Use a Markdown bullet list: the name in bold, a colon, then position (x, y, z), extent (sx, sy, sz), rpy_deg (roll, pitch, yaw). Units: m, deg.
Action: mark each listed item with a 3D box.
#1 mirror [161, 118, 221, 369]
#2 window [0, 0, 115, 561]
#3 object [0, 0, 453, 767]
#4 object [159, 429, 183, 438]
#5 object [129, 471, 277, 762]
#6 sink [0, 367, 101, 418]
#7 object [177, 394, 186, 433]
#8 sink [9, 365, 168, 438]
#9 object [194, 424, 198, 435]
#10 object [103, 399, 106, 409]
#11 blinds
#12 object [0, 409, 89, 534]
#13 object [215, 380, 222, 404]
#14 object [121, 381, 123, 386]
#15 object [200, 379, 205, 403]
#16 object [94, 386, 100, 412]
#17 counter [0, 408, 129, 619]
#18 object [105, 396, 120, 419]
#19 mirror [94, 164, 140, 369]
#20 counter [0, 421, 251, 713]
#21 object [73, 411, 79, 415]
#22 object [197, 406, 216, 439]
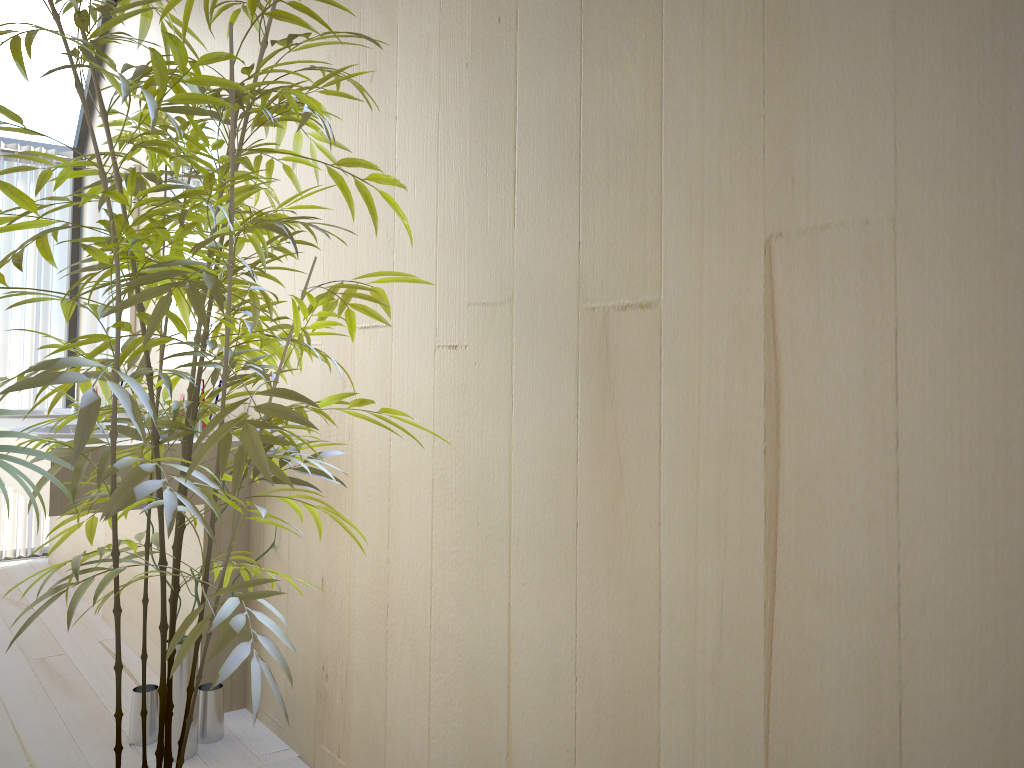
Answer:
- **mirror**: position (-1.155, -0.487, 3.197), extent (0.023, 0.870, 0.653), rpy_deg (3, -2, -37)
- **window**: position (-3.968, -0.514, 3.124), extent (4.556, 2.820, 0.744), rpy_deg (1, -2, -37)
- **object**: position (-0.512, 0.089, 1.467), extent (0.786, 1.761, 0.933), rpy_deg (1, -2, -12)
- **object**: position (-1.007, 0.148, 2.626), extent (0.104, 0.029, 0.032), rpy_deg (1, -1, 4)
- **object**: position (-0.803, 0.581, 2.396), extent (0.273, 0.751, 0.406), rpy_deg (-1, -3, 41)
- **sink**: position (-2.067, 0.114, 3.851), extent (0.503, 0.420, 0.573), rpy_deg (1, -1, -33)
- **object**: position (-1.012, 0.097, 2.709), extent (0.039, 0.135, 0.039), rpy_deg (0, -2, 5)
- **sink**: position (-1.348, 0.136, 2.883), extent (0.503, 0.420, 0.573), rpy_deg (1, -1, -33)
- **object**: position (-1.013, 0.096, 2.823), extent (0.039, 0.135, 0.039), rpy_deg (0, -2, 5)
- **object**: position (-1.733, 0.073, 3.791), extent (0.039, 0.135, 0.038), rpy_deg (0, -2, 12)
- **blinds**: position (-2.788, -0.174, 4.226), extent (1.181, 2.076, 0.084), rpy_deg (2, -3, -36)
- **object**: position (-1.091, 0.377, 0.976), extent (0.916, 1.160, 0.749), rpy_deg (1, -2, -3)
- **object**: position (-0.905, 0.076, 2.670), extent (0.054, 0.176, 0.012), rpy_deg (1, -3, -11)
- **object**: position (-1.624, 0.053, 3.637), extent (0.054, 0.176, 0.012), rpy_deg (1, -3, -11)
- **object**: position (-0.922, 0.074, 2.637), extent (0.012, 0.178, 0.050), rpy_deg (1, -2, 3)
- **object**: position (-1.731, 0.075, 3.677), extent (0.039, 0.135, 0.038), rpy_deg (0, -2, 12)
- **counter**: position (-2.054, 0.528, 3.887), extent (0.550, 0.792, 1.204), rpy_deg (2, -1, -37)
- **object**: position (-1.640, 0.094, 3.633), extent (0.058, 0.100, 0.058), rpy_deg (2, -2, -30)
- **mirror**: position (-1.795, -0.506, 4.012), extent (0.023, 0.870, 0.653), rpy_deg (3, -2, -37)
- **counter**: position (-1.335, 0.551, 2.920), extent (0.550, 0.792, 1.204), rpy_deg (2, -1, -37)
- **object**: position (-1.726, 0.125, 3.594), extent (0.104, 0.029, 0.032), rpy_deg (1, -1, 4)
- **object**: position (-0.921, 0.117, 2.665), extent (0.058, 0.100, 0.058), rpy_deg (2, -2, -26)
